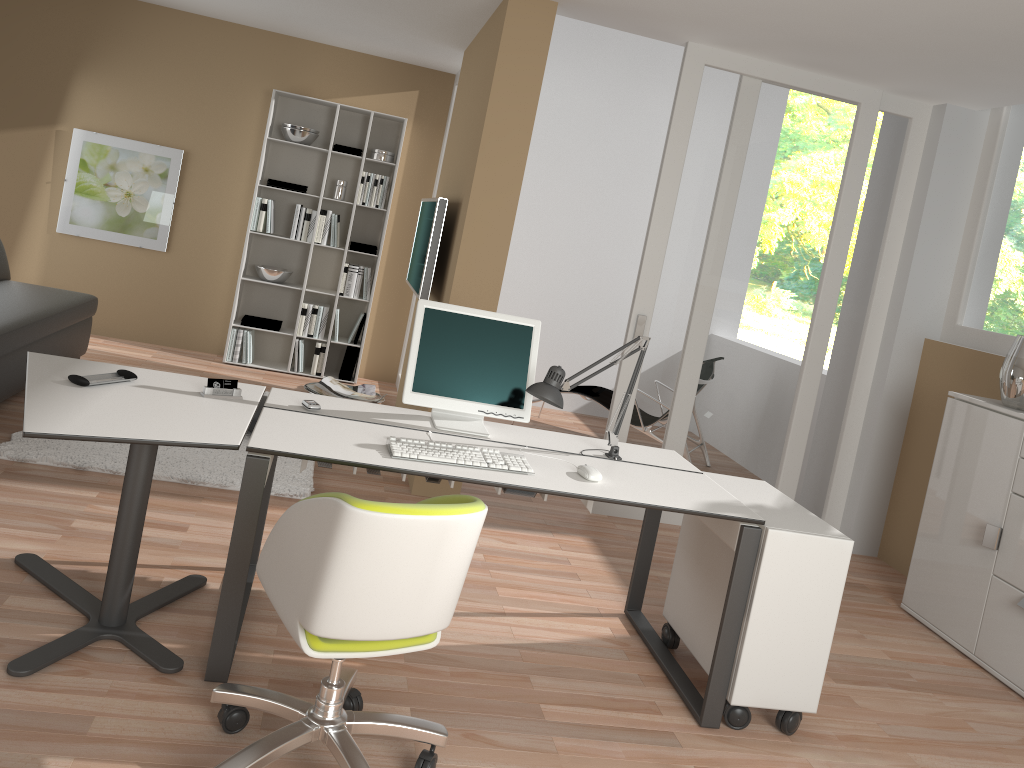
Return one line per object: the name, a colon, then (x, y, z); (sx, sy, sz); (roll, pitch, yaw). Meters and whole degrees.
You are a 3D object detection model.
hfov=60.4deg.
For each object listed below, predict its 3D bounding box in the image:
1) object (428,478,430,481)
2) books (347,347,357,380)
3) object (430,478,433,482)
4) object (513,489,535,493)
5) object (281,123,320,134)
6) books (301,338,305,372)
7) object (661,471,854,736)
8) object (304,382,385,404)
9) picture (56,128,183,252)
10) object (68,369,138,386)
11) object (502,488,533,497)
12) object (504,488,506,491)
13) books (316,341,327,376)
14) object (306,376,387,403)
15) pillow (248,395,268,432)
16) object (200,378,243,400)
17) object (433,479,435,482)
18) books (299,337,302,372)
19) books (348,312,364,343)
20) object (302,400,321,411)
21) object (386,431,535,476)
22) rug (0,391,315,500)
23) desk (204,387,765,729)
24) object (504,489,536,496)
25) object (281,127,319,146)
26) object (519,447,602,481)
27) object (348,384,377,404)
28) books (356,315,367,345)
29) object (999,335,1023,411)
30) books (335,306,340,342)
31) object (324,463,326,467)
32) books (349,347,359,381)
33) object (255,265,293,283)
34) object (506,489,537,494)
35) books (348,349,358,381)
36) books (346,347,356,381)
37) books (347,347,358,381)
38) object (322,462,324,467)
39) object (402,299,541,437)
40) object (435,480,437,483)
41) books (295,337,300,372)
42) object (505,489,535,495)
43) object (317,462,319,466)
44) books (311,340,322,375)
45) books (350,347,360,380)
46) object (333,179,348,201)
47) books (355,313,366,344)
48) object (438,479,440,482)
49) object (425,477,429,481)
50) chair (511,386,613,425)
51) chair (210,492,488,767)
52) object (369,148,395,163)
object: (-0.294, 0.297, 3.312); (0.039, 0.112, 0.135); (11, 7, -12)
books: (-1.295, -0.177, 7.110); (0.032, 0.269, 0.217); (11, 5, -12)
object: (-0.285, 0.298, 3.314); (0.039, 0.112, 0.135); (11, 7, -12)
object: (0.026, 0.388, 3.379); (0.119, 0.002, 0.135); (9, 10, -12)
object: (-1.673, -1.965, 6.930); (0.304, 0.106, 0.297); (19, 12, 43)
books: (-1.672, -0.240, 7.041); (0.058, 0.256, 0.210); (11, 5, -12)
object: (0.824, 0.743, 3.098); (0.307, 0.670, 0.631); (11, 6, -12)
object: (-1.214, 0.092, 6.354); (0.580, 0.063, 0.596); (4, 12, -36)
picture: (-3.054, -1.505, 6.861); (0.812, 0.811, 0.019); (10, 3, -11)
object: (-1.318, -0.021, 2.842); (0.090, 0.030, 0.216); (14, 10, 17)
object: (0.017, 0.404, 3.379); (0.119, 0.002, 0.135); (9, 10, -12)
object: (0.022, 0.396, 3.379); (0.119, 0.002, 0.135); (9, 10, -12)
books: (-1.526, -0.213, 7.057); (0.040, 0.257, 0.210); (11, 5, -12)
object: (-1.205, 0.062, 6.367); (0.503, 0.096, 0.344); (14, 9, 18)
pillow: (-1.442, 0.178, 5.091); (0.613, 0.208, 0.585); (13, 9, 13)
object: (-0.972, 0.016, 2.961); (0.129, 0.055, 0.050); (5, 8, -36)
object: (-0.276, 0.300, 3.316); (0.039, 0.112, 0.135); (11, 7, -12)
books: (-1.686, -0.238, 7.022); (0.058, 0.256, 0.210); (11, 5, -12)
books: (-1.262, -0.461, 7.122); (0.085, 0.244, 0.210); (11, 6, -12)
object: (-0.690, 0.073, 3.024); (0.047, 0.021, 0.086); (6, 10, -32)
object: (-0.196, 0.219, 2.877); (0.453, 0.079, 0.394); (9, 10, -17)
rug: (-1.813, 0.223, 4.987); (1.443, 0.045, 2.058); (9, 10, -12)
desk: (-0.112, 0.556, 3.029); (1.593, 0.682, 0.817); (10, 7, -11)
object: (0.021, 0.398, 3.379); (0.119, 0.002, 0.135); (9, 10, -12)
object: (-1.679, -1.939, 6.931); (0.304, 0.106, 0.297); (19, 12, 43)
object: (0.154, 0.274, 2.961); (0.139, 0.079, 0.378); (6, 10, -33)
object: (-1.163, 0.079, 6.391); (0.341, 0.096, 0.507); (9, 9, -12)
books: (-1.222, -0.449, 7.128); (0.043, 0.236, 0.214); (11, 6, -12)
object: (2.481, -0.226, 3.668); (0.264, 0.838, 0.872); (11, 6, -15)
books: (-1.403, -0.483, 7.061); (0.060, 0.258, 0.210); (11, 5, -12)
object: (-0.692, 0.230, 3.233); (0.039, 0.112, 0.135); (11, 7, -12)
books: (-1.279, -0.171, 7.110); (0.032, 0.267, 0.214); (11, 5, -12)
object: (-1.895, -0.865, 6.981); (0.304, 0.106, 0.297); (19, 12, 43)
object: (0.024, 0.392, 3.379); (0.119, 0.002, 0.135); (9, 10, -12)
books: (-1.283, -0.172, 7.109); (0.032, 0.267, 0.214); (11, 5, -12)
books: (-1.300, -0.178, 7.109); (0.032, 0.269, 0.217); (11, 5, -12)
books: (-1.288, -0.175, 7.106); (0.032, 0.270, 0.220); (11, 5, -12)
object: (-0.698, 0.229, 3.231); (0.039, 0.112, 0.135); (11, 7, -12)
object: (-0.149, -0.055, 3.209); (0.464, 0.428, 0.200); (10, 4, -11)
object: (-0.268, 0.301, 3.317); (0.039, 0.112, 0.135); (11, 7, -12)
books: (-1.711, -0.245, 7.021); (0.060, 0.258, 0.210); (11, 5, -12)
object: (0.022, 0.396, 3.379); (0.119, 0.002, 0.135); (9, 10, -12)
object: (-0.716, 0.226, 3.228); (0.039, 0.112, 0.135); (11, 7, -12)
books: (-1.565, -0.218, 7.045); (0.040, 0.257, 0.210); (11, 5, -12)
books: (-1.273, -0.173, 7.111); (0.032, 0.272, 0.222); (11, 5, -12)
object: (-1.361, -1.534, 6.969); (0.093, 0.161, 0.094); (12, 4, 3)
books: (-1.229, -0.452, 7.127); (0.043, 0.241, 0.222); (11, 6, -12)
object: (-0.259, 0.303, 3.319); (0.039, 0.112, 0.135); (11, 7, -12)
object: (-0.298, 0.296, 3.311); (0.039, 0.112, 0.135); (11, 7, -12)
chair: (0.824, 0.061, 6.647); (1.448, 0.819, 0.692); (15, 6, 23)
chair: (-0.395, 0.592, 2.159); (0.616, 0.804, 0.609); (8, 6, -37)
object: (-1.038, -1.821, 7.042); (0.193, 0.089, 0.192); (16, 10, 30)
